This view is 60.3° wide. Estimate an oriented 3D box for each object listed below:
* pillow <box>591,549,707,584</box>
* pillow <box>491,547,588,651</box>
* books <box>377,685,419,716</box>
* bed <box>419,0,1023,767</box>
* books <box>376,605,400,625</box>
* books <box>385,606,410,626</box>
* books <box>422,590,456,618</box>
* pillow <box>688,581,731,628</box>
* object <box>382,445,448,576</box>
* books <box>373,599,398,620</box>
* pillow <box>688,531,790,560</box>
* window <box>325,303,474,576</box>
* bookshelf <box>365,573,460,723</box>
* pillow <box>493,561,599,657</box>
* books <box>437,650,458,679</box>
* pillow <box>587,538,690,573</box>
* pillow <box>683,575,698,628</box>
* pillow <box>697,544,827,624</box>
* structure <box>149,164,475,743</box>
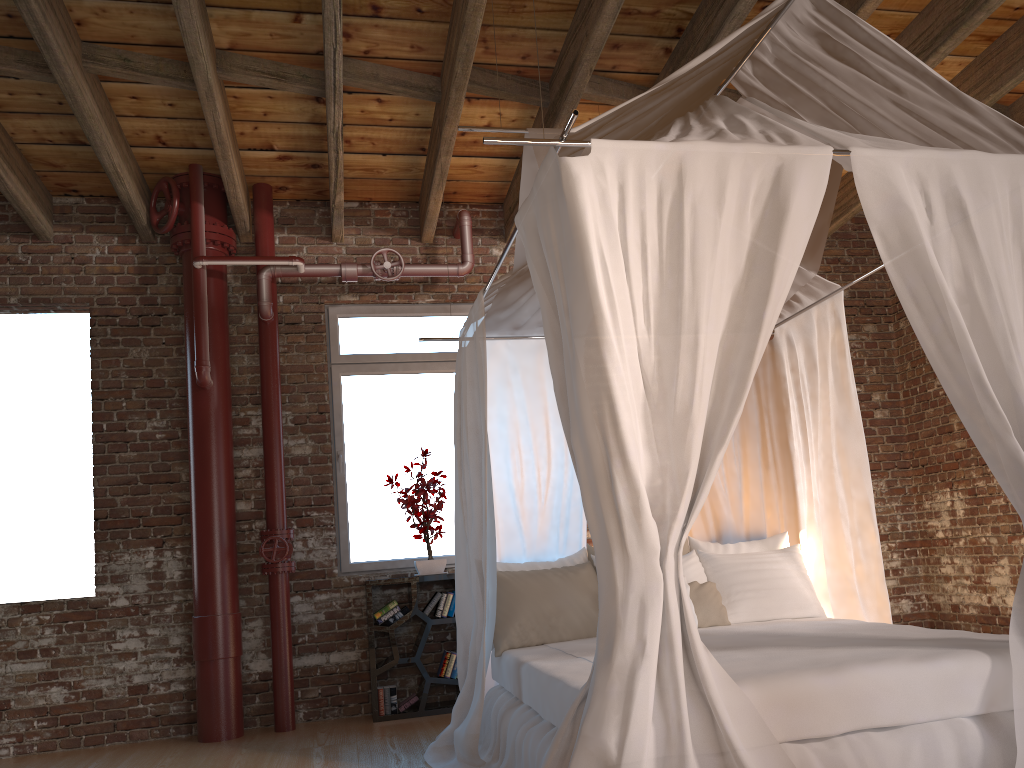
[{"bbox_3d":[0.745,1.050,4.520,0.611,0.399,0.353,-2,-9,-15],"label":"pillow"},{"bbox_3d":[0.138,1.110,4.570,0.631,0.488,0.201,-2,-7,-13],"label":"pillow"},{"bbox_3d":[-0.695,1.930,5.406,0.249,0.158,0.135,-2,-8,-13],"label":"books"},{"bbox_3d":[0.814,-0.333,3.837,2.493,3.845,2.701,-3,-8,-12],"label":"bed"},{"bbox_3d":[-0.766,1.427,5.451,0.154,0.108,0.135,-2,-9,-13],"label":"books"},{"bbox_3d":[-0.709,1.437,5.463,0.157,0.113,0.135,-2,-9,-13],"label":"books"},{"bbox_3d":[-0.444,1.383,5.533,0.243,0.164,0.135,-2,-8,-13],"label":"books"},{"bbox_3d":[0.932,1.104,4.416,0.288,0.231,0.164,-2,-8,-15],"label":"pillow"},{"bbox_3d":[-0.593,0.803,5.627,0.416,0.832,0.400,-2,-7,-17],"label":"object"},{"bbox_3d":[-0.782,1.392,5.451,0.154,0.108,0.135,-2,-9,-13],"label":"books"},{"bbox_3d":[1.285,1.063,4.858,0.630,0.494,0.210,-2,-7,-13],"label":"pillow"},{"bbox_3d":[-0.571,0.336,5.960,1.343,1.831,0.169,-2,-6,-14],"label":"window"},{"bbox_3d":[-0.473,1.630,5.568,0.854,0.837,0.296,-2,-7,-13],"label":"bookshelf"},{"bbox_3d":[0.176,1.104,4.376,0.612,0.410,0.362,-2,-9,-16],"label":"pillow"},{"bbox_3d":[-0.366,1.752,5.506,0.203,0.179,0.135,-2,-8,-13],"label":"books"},{"bbox_3d":[0.702,1.077,4.717,0.631,0.490,0.211,-2,-7,-14],"label":"pillow"},{"bbox_3d":[0.701,1.081,4.327,0.383,0.288,0.218,-4,-8,-4],"label":"pillow"},{"bbox_3d":[1.325,1.067,4.664,0.627,0.428,0.296,-2,-8,-12],"label":"pillow"},{"bbox_3d":[-1.146,0.338,5.437,1.996,3.431,0.583,-3,-6,-14],"label":"structure"}]
